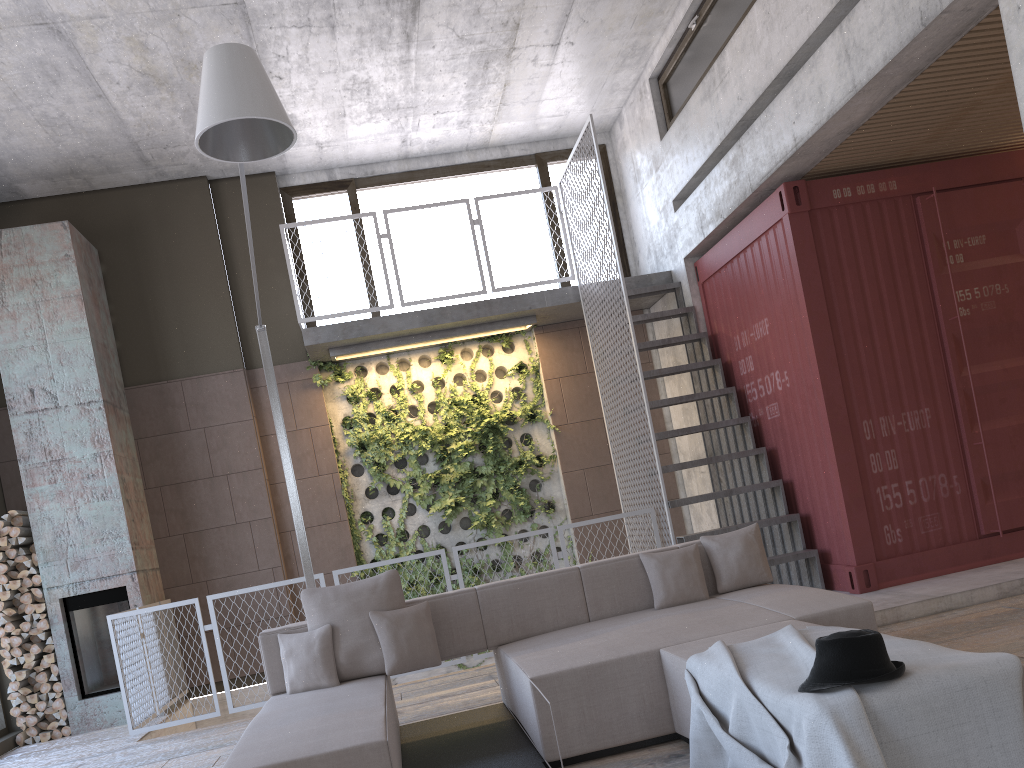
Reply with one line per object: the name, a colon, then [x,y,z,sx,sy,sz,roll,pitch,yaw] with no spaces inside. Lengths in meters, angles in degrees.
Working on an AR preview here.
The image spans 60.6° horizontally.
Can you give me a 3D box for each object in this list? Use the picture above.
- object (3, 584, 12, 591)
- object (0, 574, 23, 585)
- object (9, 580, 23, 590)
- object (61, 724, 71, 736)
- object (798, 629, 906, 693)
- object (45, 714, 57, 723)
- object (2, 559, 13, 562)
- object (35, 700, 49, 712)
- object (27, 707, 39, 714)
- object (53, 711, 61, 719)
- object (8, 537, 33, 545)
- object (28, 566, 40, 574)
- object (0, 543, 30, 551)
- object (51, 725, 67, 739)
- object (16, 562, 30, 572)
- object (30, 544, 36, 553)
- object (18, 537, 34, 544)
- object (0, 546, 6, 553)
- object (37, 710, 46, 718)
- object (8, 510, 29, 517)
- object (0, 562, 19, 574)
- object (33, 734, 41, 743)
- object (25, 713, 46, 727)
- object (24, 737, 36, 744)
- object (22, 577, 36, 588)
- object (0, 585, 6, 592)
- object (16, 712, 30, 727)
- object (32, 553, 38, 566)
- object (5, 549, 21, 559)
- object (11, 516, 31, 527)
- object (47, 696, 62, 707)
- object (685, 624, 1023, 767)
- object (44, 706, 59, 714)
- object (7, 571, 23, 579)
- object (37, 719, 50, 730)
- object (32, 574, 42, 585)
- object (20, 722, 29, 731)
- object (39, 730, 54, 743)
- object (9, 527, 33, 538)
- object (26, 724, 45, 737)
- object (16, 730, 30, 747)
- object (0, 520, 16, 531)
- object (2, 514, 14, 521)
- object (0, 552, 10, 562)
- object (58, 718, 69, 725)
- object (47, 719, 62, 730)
object: [-4.480,1.833,7.946,0.067,0.066,0.429,-10,-8,-11]
object: [-4.532,1.762,7.947,0.092,0.092,0.443,-10,-8,-10]
object: [-4.408,1.810,7.954,0.093,0.083,0.486,-10,-8,-10]
object: [-3.983,3.119,7.994,0.091,0.091,0.443,-10,-8,-10]
object: [1.028,0.842,2.689,0.299,0.168,0.304,-9,-7,-21]
object: [-4.160,3.022,8.026,0.103,0.101,0.296,-10,-7,-10]
object: [-4.532,1.578,7.907,0.088,0.056,0.337,-10,-8,-10]
object: [-4.184,2.880,7.941,0.090,0.088,0.462,-10,-8,-11]
object: [-4.269,2.922,7.908,0.088,0.056,0.337,-10,-8,-10]
object: [-4.064,2.985,7.970,0.066,0.084,0.431,-10,-8,-12]
object: [-4.431,1.427,7.930,0.067,0.066,0.429,-10,-8,-10]
object: [-4.288,1.691,7.980,0.071,0.072,0.429,-10,-8,-10]
object: [-4.487,1.478,7.934,0.114,0.079,0.441,-10,-8,-10]
object: [-4.067,3.142,7.986,0.090,0.088,0.462,-10,-8,-10]
object: [-4.422,1.677,8.026,0.103,0.101,0.296,-10,-7,-10]
object: [-4.316,1.507,8.053,0.099,0.101,0.297,-10,-7,-9]
object: [-4.353,1.412,7.941,0.066,0.067,0.429,-10,-8,-11]
object: [-4.581,1.485,7.890,0.090,0.088,0.462,-10,-8,-10]
object: [-4.207,2.955,7.942,0.064,0.074,0.365,-10,-8,-11]
object: [-4.466,1.180,7.970,0.087,0.055,0.337,-10,-8,-10]
object: [-4.518,1.648,7.876,0.098,0.106,0.298,-10,-7,-9]
object: [-4.217,3.177,7.947,0.067,0.066,0.429,-10,-8,-11]
object: [-4.256,2.992,7.877,0.098,0.106,0.298,-10,-7,-9]
object: [-4.296,3.188,7.935,0.067,0.066,0.429,-10,-8,-11]
object: [-4.329,1.798,7.985,0.090,0.088,0.462,-10,-8,-10]
object: [-4.559,1.844,7.934,0.067,0.066,0.429,-10,-8,-11]
object: [-4.356,3.006,7.907,0.100,0.102,0.296,-10,-7,-8]
object: [-4.269,1.594,7.985,0.063,0.125,0.369,-11,-7,-11]
object: [-4.446,1.536,7.940,0.090,0.088,0.462,-10,-8,-11]
object: [-4.453,1.260,8.000,0.099,0.107,0.298,-10,-7,-9]
object: [-4.122,2.863,7.980,0.067,0.070,0.429,-10,-8,-11]
object: [1.070,1.131,2.860,1.049,0.499,1.605,-12,-8,9]
object: [-4.110,2.924,7.953,0.121,0.067,0.368,-10,-8,-8]
object: [-4.463,1.738,7.984,0.101,0.086,0.368,-10,-8,-10]
object: [-4.201,3.082,7.984,0.101,0.086,0.368,-10,-8,-10]
object: [-4.246,1.775,7.994,0.091,0.091,0.443,-10,-8,-10]
object: [-4.317,3.036,7.827,0.045,0.072,0.255,-11,-8,-11]
object: [-4.145,3.154,7.955,0.093,0.083,0.486,-10,-8,-10]
object: [-4.407,1.341,7.929,0.093,0.092,0.444,-10,-8,-10]
object: [-4.270,3.106,7.948,0.092,0.092,0.443,-10,-8,-10]
object: [-4.359,3.166,7.890,0.063,0.124,0.369,-11,-7,-11]
object: [-4.541,1.275,7.851,0.103,0.102,0.296,-10,-7,-10]
object: [-4.515,1.222,7.935,0.065,0.072,0.364,-10,-8,-11]
object: [-4.535,1.557,7.900,0.093,0.083,0.486,-10,-8,-10]
object: [-4.025,3.035,7.981,0.071,0.072,0.429,-10,-8,-10]
object: [-4.098,3.075,7.988,0.114,0.079,0.441,-10,-8,-10]
